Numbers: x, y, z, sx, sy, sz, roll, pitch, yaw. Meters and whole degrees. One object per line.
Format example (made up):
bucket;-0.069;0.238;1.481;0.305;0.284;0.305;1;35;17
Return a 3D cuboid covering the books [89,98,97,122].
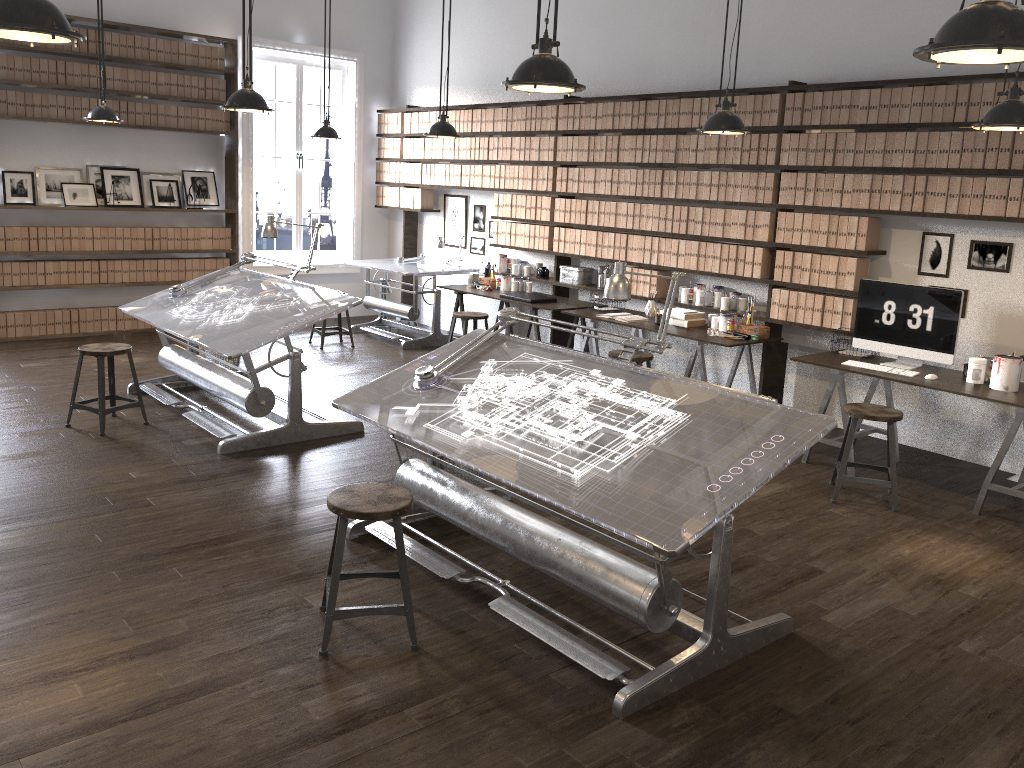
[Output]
books;-4.050;-2.632;8.525;0.067;0.223;0.176;-6;14;-40

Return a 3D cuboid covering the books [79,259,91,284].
books;-4.206;-1.109;8.725;0.067;0.223;0.175;-6;14;-40

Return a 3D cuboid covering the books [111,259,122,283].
books;-3.986;-1.139;8.906;0.067;0.223;0.176;-6;14;-40

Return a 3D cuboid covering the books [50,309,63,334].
books;-4.440;-0.610;8.632;0.067;0.223;0.175;-6;14;-40

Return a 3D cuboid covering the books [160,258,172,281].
books;-3.609;-1.193;9.224;0.067;0.223;0.175;-6;14;-40

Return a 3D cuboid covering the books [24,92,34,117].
books;-4.477;-2.574;8.177;0.067;0.223;0.176;-6;14;-40

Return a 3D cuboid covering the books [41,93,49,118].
books;-4.373;-2.588;8.261;0.067;0.223;0.176;-6;14;-40

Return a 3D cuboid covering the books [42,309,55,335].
books;-4.497;-0.603;8.589;0.067;0.223;0.175;-6;14;-40

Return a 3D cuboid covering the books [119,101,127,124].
books;-3.840;-2.662;8.701;0.067;0.224;0.176;-6;14;-40

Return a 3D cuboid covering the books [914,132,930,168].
books;2.626;-1.471;5.593;0.175;0.223;0.067;-6;14;-40

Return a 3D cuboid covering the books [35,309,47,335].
books;-4.551;-0.595;8.544;0.067;0.223;0.176;-6;14;-40

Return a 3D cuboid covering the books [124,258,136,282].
books;-3.882;-1.156;9.002;0.067;0.223;0.175;-6;14;-40

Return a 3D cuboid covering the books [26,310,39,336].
books;-4.599;-0.587;8.497;0.067;0.224;0.176;-6;14;-40

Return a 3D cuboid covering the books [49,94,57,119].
books;-4.324;-2.594;8.300;0.067;0.223;0.176;-6;14;-40

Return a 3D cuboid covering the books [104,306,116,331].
books;-4.063;-0.663;8.948;0.067;0.223;0.175;-6;14;-40

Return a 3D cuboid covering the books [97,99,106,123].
books;-3.995;-2.639;8.571;0.067;0.224;0.176;-6;14;-40

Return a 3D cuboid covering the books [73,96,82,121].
books;-4.164;-2.618;8.439;0.067;0.223;0.175;-6;14;-40

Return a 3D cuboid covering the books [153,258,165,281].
books;-3.663;-1.185;9.176;0.067;0.223;0.176;-6;14;-40

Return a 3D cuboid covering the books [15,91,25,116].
books;-4.531;-2.566;8.131;0.067;0.223;0.175;-6;14;-40

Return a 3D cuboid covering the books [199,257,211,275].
books;-3.292;-1.237;9.485;0.067;0.224;0.176;-6;14;-40

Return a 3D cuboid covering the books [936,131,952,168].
books;2.714;-1.443;5.487;0.175;0.223;0.067;-7;14;-40

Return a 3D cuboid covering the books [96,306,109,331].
books;-4.116;-0.655;8.899;0.067;0.223;0.176;-6;14;-40

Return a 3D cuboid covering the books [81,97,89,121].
books;-4.108;-2.625;8.481;0.067;0.223;0.175;-6;14;-40

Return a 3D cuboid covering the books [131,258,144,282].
books;-3.827;-1.163;9.045;0.067;0.223;0.176;-6;14;-40

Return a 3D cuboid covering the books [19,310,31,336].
books;-4.653;-0.581;8.457;0.067;0.223;0.176;-6;14;-40

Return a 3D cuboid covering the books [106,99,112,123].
books;-3.949;-2.647;8.614;0.067;0.223;0.176;-6;14;-40

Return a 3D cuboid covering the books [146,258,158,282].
books;-3.718;-1.177;9.129;0.067;0.224;0.176;-6;14;-40

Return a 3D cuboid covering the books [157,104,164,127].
books;-3.568;-2.699;8.928;0.067;0.224;0.176;-6;14;-40

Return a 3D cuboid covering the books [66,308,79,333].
books;-4.327;-0.625;8.724;0.067;0.224;0.176;-6;14;-40

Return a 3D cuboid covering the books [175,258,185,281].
books;-3.504;-1.209;9.315;0.067;0.223;0.176;-6;14;-40

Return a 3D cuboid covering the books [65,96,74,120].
books;-4.216;-2.610;8.393;0.067;0.223;0.176;-6;14;-40

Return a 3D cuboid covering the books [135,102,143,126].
books;-3.729;-2.677;8.795;0.067;0.223;0.175;-6;14;-40

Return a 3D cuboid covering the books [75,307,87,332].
books;-4.274;-0.634;8.776;0.067;0.223;0.176;-6;14;-40

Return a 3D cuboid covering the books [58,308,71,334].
books;-4.389;-0.618;8.681;0.067;0.223;0.176;-6;14;-40

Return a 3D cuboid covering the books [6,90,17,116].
books;-4.583;-2.558;8.083;0.067;0.223;0.175;-6;14;-40

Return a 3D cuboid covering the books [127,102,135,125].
books;-3.787;-2.671;8.753;0.067;0.223;0.176;-6;14;-40

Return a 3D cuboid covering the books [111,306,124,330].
books;-4.004;-0.671;8.994;0.067;0.224;0.176;-6;14;-40

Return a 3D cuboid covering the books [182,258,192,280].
books;-3.447;-1.215;9.357;0.067;0.224;0.176;-6;14;-40

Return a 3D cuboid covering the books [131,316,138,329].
books;-3.903;-0.686;9.083;0.067;0.223;0.176;-6;14;-40

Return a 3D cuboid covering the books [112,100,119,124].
books;-3.901;-2.655;8.658;0.067;0.223;0.176;-6;14;-40

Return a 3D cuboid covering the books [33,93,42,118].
books;-4.422;-2.580;8.215;0.067;0.224;0.176;-6;14;-40

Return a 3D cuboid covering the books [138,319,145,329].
books;-3.849;-0.692;9.122;0.067;0.224;0.176;-6;14;-40

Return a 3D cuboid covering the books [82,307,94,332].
books;-4.223;-0.641;8.816;0.067;0.223;0.176;-6;14;-40

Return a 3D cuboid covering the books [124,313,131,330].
books;-3.950;-0.679;9.042;0.067;0.223;0.176;-6;14;-40

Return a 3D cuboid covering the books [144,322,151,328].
books;-3.800;-0.701;9.172;0.067;0.223;0.175;-6;14;-40

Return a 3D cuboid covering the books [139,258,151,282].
books;-3.769;-1.171;9.092;0.067;0.223;0.176;-6;14;-40

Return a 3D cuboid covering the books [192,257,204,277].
books;-3.346;-1.231;9.446;0.067;0.223;0.176;-6;14;-40

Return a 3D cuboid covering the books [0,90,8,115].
books;-4.640;-2.551;8.041;0.067;0.223;0.176;-6;14;-40

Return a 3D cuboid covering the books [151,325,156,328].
books;-3.745;-0.708;9.215;0.067;0.223;0.176;-6;14;-40

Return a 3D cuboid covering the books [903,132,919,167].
books;2.578;-1.485;5.643;0.175;0.224;0.067;-7;14;-40

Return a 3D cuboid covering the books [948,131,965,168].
books;2.758;-1.428;5.431;0.175;0.223;0.067;-7;14;-40

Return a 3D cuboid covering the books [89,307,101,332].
books;-4.171;-0.647;8.853;0.067;0.224;0.176;-6;14;-40

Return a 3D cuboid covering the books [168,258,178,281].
books;-3.558;-1.201;9.272;0.067;0.223;0.175;-6;14;-40

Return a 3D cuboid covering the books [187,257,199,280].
books;-3.393;-1.223;9.405;0.067;0.223;0.176;-6;14;-40

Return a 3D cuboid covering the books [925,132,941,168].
books;2.672;-1.457;5.542;0.175;0.223;0.067;-6;14;-40

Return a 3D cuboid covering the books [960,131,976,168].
books;2.804;-1.413;5.377;0.175;0.224;0.067;-6;14;-40

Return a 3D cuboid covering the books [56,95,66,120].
books;-4.268;-2.602;8.345;0.067;0.224;0.176;-6;14;-40
